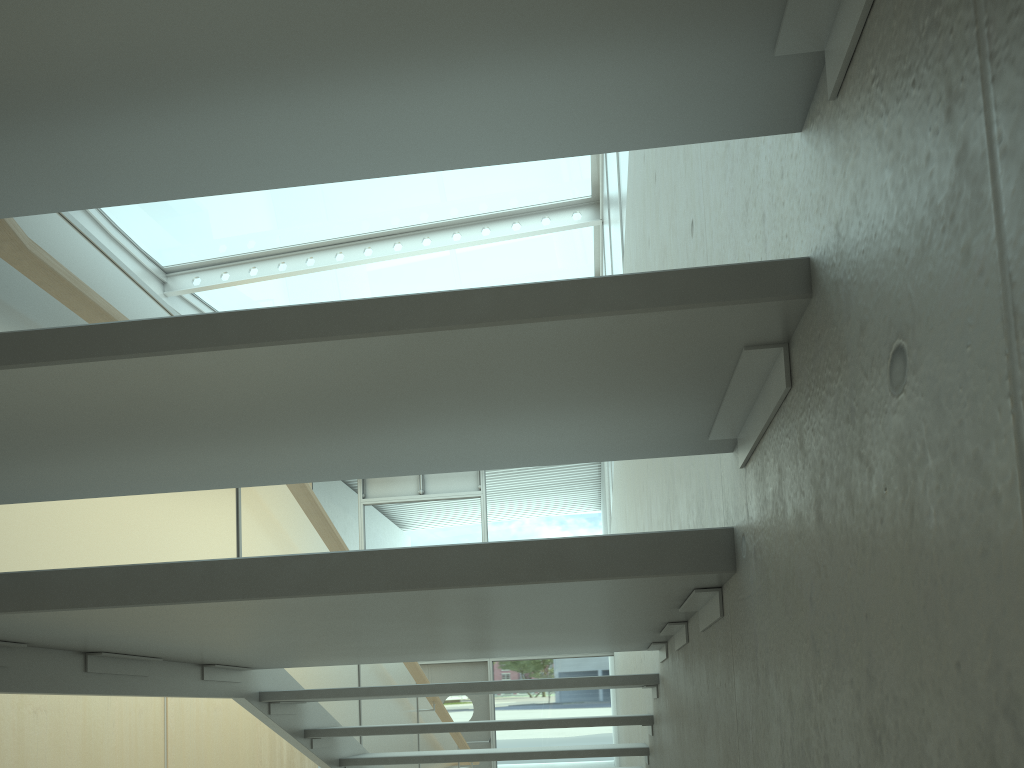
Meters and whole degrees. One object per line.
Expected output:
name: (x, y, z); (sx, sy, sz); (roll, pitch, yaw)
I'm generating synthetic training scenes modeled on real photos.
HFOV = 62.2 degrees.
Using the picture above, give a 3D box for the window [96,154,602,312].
window: (-1.201, 1.060, 7.818); (4.792, 6.003, 16.718); (-3, -19, 5)

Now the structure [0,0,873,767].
structure: (-0.383, 0.152, 1.743); (1.889, 4.031, 13.322); (-3, -20, 5)

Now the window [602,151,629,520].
window: (0.894, -0.624, 7.730); (0.030, 2.627, 16.535); (-3, -21, 5)

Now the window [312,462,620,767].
window: (-0.796, 3.407, 13.371); (4.867, 6.091, 0.113); (-4, -5, 6)

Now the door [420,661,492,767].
door: (-1.286, 5.412, 13.248); (1.926, 2.042, 0.180); (-4, -5, 6)
